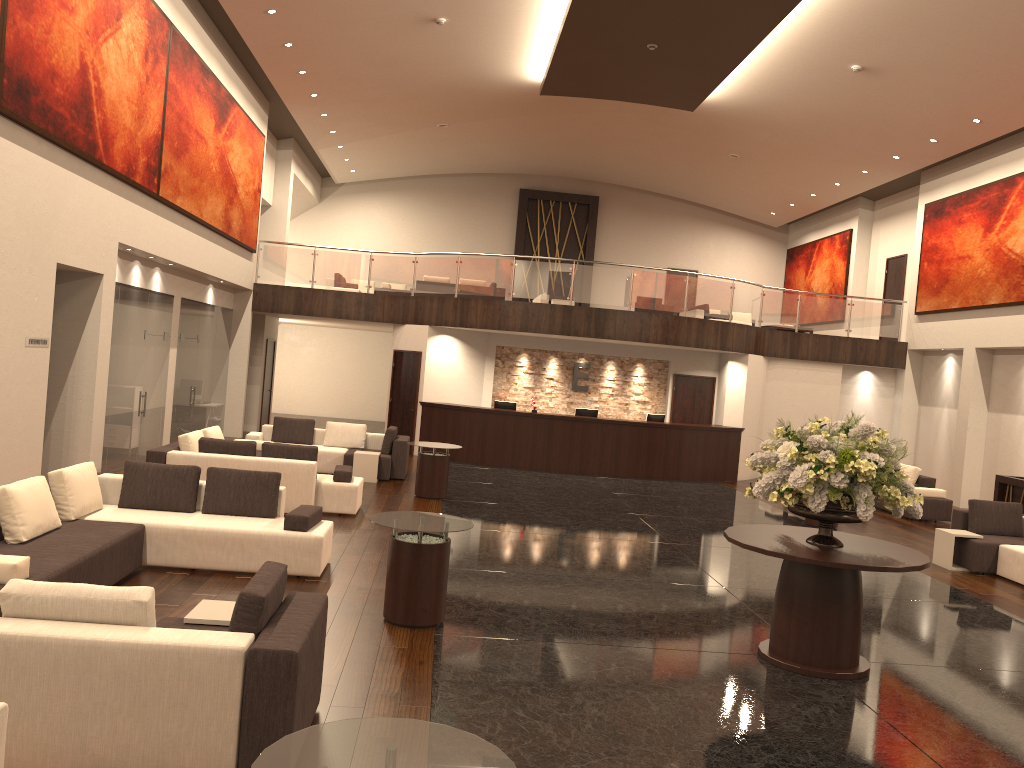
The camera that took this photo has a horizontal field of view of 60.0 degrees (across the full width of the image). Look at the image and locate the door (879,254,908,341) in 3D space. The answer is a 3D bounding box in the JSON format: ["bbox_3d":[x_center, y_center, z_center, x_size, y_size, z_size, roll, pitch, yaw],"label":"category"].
[{"bbox_3d":[9.546,-2.085,22.204,0.104,2.232,0.990,5,1,-4],"label":"door"}]

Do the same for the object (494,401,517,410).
[{"bbox_3d":[-0.155,0.615,18.898,0.483,0.485,0.189,5,1,11],"label":"object"}]

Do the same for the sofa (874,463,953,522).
[{"bbox_3d":[6.570,1.882,17.095,2.586,0.862,3.366,5,1,-4],"label":"sofa"}]

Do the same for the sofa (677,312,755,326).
[{"bbox_3d":[6.695,-1.709,25.483,3.366,0.862,2.586,5,1,-4],"label":"sofa"}]

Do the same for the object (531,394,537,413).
[{"bbox_3d":[0.466,0.398,18.402,0.163,0.390,0.165,5,1,4],"label":"object"}]

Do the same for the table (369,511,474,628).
[{"bbox_3d":[-0.751,1.485,7.066,0.833,0.795,0.844,4,2,-43],"label":"table"}]

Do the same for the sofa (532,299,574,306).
[{"bbox_3d":[1.310,-2.168,25.240,1.291,0.862,2.846,5,1,-4],"label":"sofa"}]

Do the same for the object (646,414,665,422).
[{"bbox_3d":[3.071,0.889,19.040,0.483,0.485,0.189,4,1,-29],"label":"object"}]

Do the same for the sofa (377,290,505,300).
[{"bbox_3d":[-1.935,-2.430,24.378,3.366,0.862,2.586,5,1,-4],"label":"sofa"}]

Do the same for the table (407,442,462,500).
[{"bbox_3d":[-1.202,1.319,13.440,0.833,0.795,0.844,6,1,35],"label":"table"}]

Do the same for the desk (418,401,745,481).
[{"bbox_3d":[1.529,1.255,18.944,7.146,1.171,1.674,5,1,-3],"label":"desk"}]

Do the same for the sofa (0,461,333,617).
[{"bbox_3d":[-2.936,1.261,7.263,2.586,0.862,3.366,5,1,-4],"label":"sofa"}]

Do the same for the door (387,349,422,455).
[{"bbox_3d":[-2.365,0.379,19.407,0.104,2.232,0.990,4,2,-44],"label":"door"}]

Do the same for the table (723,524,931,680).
[{"bbox_3d":[2.380,1.695,6.890,1.498,0.921,1.498,5,1,-13],"label":"table"}]

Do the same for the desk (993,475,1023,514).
[{"bbox_3d":[7.971,2.000,12.626,0.700,1.043,2.606,5,1,-4],"label":"desk"}]

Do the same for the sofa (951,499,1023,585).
[{"bbox_3d":[6.433,2.000,10.625,1.291,0.862,2.846,5,1,-4],"label":"sofa"}]

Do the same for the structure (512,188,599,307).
[{"bbox_3d":[1.314,-3.918,28.008,2.524,4.236,0.187,5,1,-4],"label":"structure"}]

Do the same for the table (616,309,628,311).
[{"bbox_3d":[3.014,-1.803,24.459,0.400,0.460,0.400,5,1,-4],"label":"table"}]

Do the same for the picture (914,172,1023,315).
[{"bbox_3d":[9.549,-2.749,16.974,0.070,2.526,6.485,5,1,-4],"label":"picture"}]

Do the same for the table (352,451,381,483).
[{"bbox_3d":[-2.402,1.362,14.627,0.400,0.460,0.400,5,1,-4],"label":"table"}]

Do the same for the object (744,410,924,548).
[{"bbox_3d":[2.440,0.689,6.870,1.402,1.097,1.453,6,2,42],"label":"object"}]

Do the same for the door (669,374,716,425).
[{"bbox_3d":[4.098,0.914,20.365,0.990,2.232,0.104,5,1,-4],"label":"door"}]

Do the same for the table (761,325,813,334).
[{"bbox_3d":[7.541,-1.375,24.458,1.100,0.380,1.100,5,1,-4],"label":"table"}]

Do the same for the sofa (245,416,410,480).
[{"bbox_3d":[-3.210,1.078,15.222,2.846,0.862,1.291,5,1,-4],"label":"sofa"}]

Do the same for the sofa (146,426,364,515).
[{"bbox_3d":[-3.332,1.120,12.597,2.586,0.862,3.366,5,1,-4],"label":"sofa"}]

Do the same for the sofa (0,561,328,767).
[{"bbox_3d":[-2.464,1.354,4.673,2.846,0.862,1.291,5,1,-4],"label":"sofa"}]

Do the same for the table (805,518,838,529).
[{"bbox_3d":[4.876,1.833,13.883,0.833,0.795,0.844,6,1,35],"label":"table"}]

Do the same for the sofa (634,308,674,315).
[{"bbox_3d":[3.629,-1.969,25.284,1.291,0.862,2.846,5,1,-4],"label":"sofa"}]

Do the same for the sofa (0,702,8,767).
[{"bbox_3d":[-2.536,1.409,1.606,2.586,0.862,3.366,5,1,-4],"label":"sofa"}]

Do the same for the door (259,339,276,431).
[{"bbox_3d":[-6.034,0.015,21.845,0.104,2.232,0.990,5,1,-4],"label":"door"}]

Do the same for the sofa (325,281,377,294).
[{"bbox_3d":[-3.633,-2.604,25.757,3.366,0.862,2.586,5,1,-4],"label":"sofa"}]

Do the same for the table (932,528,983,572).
[{"bbox_3d":[5.707,2.126,11.363,0.400,0.460,0.400,5,1,-4],"label":"table"}]

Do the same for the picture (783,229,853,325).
[{"bbox_3d":[8.898,-2.990,26.184,0.070,2.526,4.515,5,1,-4],"label":"picture"}]

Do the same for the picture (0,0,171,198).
[{"bbox_3d":[-4.835,-3.854,10.399,0.070,2.526,4.515,5,1,-4],"label":"picture"}]

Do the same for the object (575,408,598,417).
[{"bbox_3d":[1.564,0.766,18.751,0.483,0.485,0.189,5,1,-4],"label":"object"}]

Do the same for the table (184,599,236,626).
[{"bbox_3d":[-1.748,1.604,5.390,0.400,0.460,0.400,5,1,-4],"label":"table"}]

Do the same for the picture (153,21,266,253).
[{"bbox_3d":[-5.224,-3.998,15.896,0.070,2.526,6.485,5,1,-4],"label":"picture"}]

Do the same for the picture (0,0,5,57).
[{"bbox_3d":[-4.517,-3.736,5.894,0.070,2.526,4.515,5,1,-4],"label":"picture"}]

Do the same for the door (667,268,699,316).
[{"bbox_3d":[5.383,-2.568,28.422,0.990,2.232,0.104,5,1,-4],"label":"door"}]

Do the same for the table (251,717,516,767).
[{"bbox_3d":[-0.418,1.601,2.758,0.833,0.795,0.844,4,2,-43],"label":"table"}]
